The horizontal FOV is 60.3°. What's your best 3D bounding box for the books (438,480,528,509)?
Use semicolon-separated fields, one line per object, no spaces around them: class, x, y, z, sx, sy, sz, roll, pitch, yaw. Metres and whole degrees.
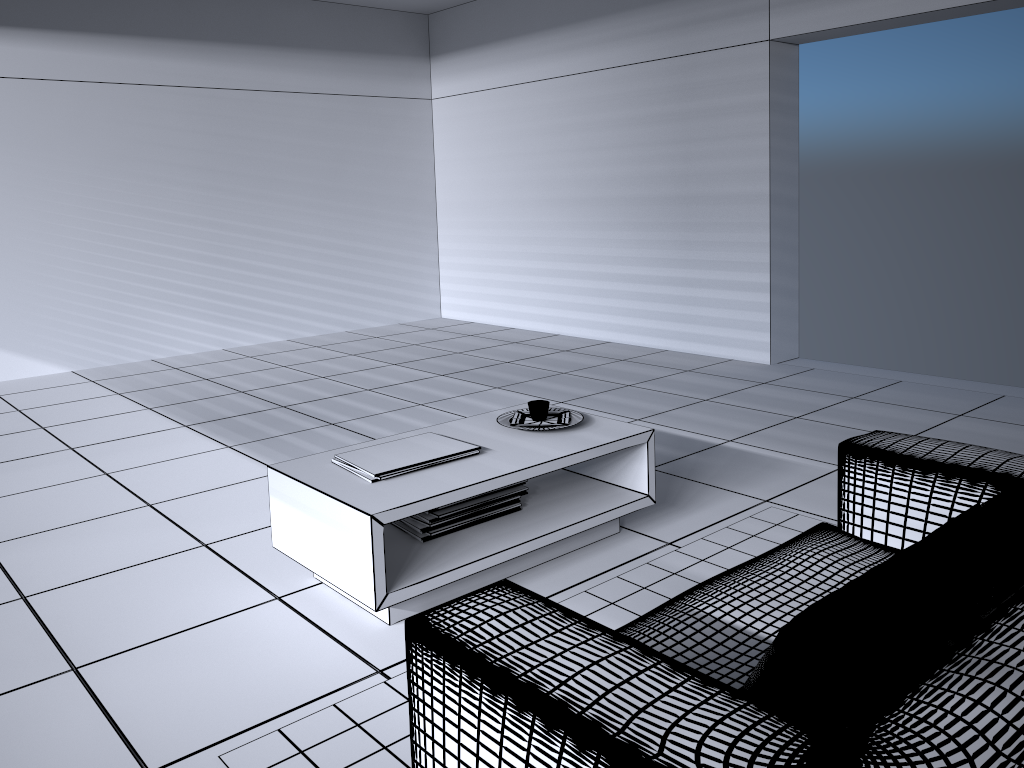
books;-0.183;0.351;3.095;0.419;0.008;0.288;-12;16;-38

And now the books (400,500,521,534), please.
books;-0.220;0.426;3.079;0.419;0.008;0.288;-12;16;-38

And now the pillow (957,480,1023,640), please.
pillow;0.992;0.365;1.834;0.573;0.383;0.342;-12;13;-42

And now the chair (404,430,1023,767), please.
chair;0.708;0.580;1.758;1.664;0.544;0.967;-12;15;-40

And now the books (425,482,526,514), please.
books;-0.201;0.363;3.090;0.419;0.008;0.288;-12;16;-38

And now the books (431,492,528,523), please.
books;-0.193;0.399;3.097;0.419;0.008;0.288;-12;16;-38

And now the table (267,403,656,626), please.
table;-0.140;0.408;3.087;1.211;0.383;0.655;-12;15;-40

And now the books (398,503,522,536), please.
books;-0.205;0.435;3.080;0.419;0.008;0.288;-12;16;-38

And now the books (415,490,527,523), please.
books;-0.199;0.392;3.092;0.419;0.008;0.288;-12;16;-38

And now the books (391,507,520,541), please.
books;-0.222;0.447;3.075;0.419;0.008;0.288;-12;16;-38

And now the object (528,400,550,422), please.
object;0.106;0.103;3.312;0.096;0.069;0.085;4;12;30

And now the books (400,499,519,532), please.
books;-0.225;0.418;3.074;0.419;0.008;0.288;-12;16;-38

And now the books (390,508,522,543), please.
books;-0.217;0.454;3.080;0.419;0.008;0.288;-12;16;-38

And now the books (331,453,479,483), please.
books;-0.361;0.246;2.942;0.419;0.008;0.288;-12;16;-38

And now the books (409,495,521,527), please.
books;-0.207;0.406;3.079;0.419;0.008;0.288;-12;16;-38

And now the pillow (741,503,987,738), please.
pillow;0.551;0.440;1.457;0.571;0.393;0.302;-12;13;-42

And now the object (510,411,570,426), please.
object;0.109;0.133;3.314;0.217;0.012;0.218;-1;12;6

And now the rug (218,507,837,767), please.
rug;0.757;0.794;2.056;2.252;0.001;1.813;-12;16;-39

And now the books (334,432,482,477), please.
books;-0.353;0.229;2.948;0.419;0.008;0.288;-12;16;-38

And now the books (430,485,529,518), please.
books;-0.181;0.380;3.096;0.419;0.008;0.288;-12;16;-38

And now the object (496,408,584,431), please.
object;0.106;0.140;3.313;0.329;0.024;0.335;-4;12;-10

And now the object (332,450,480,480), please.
object;-0.347;0.238;2.942;0.419;0.008;0.288;-12;16;-38
